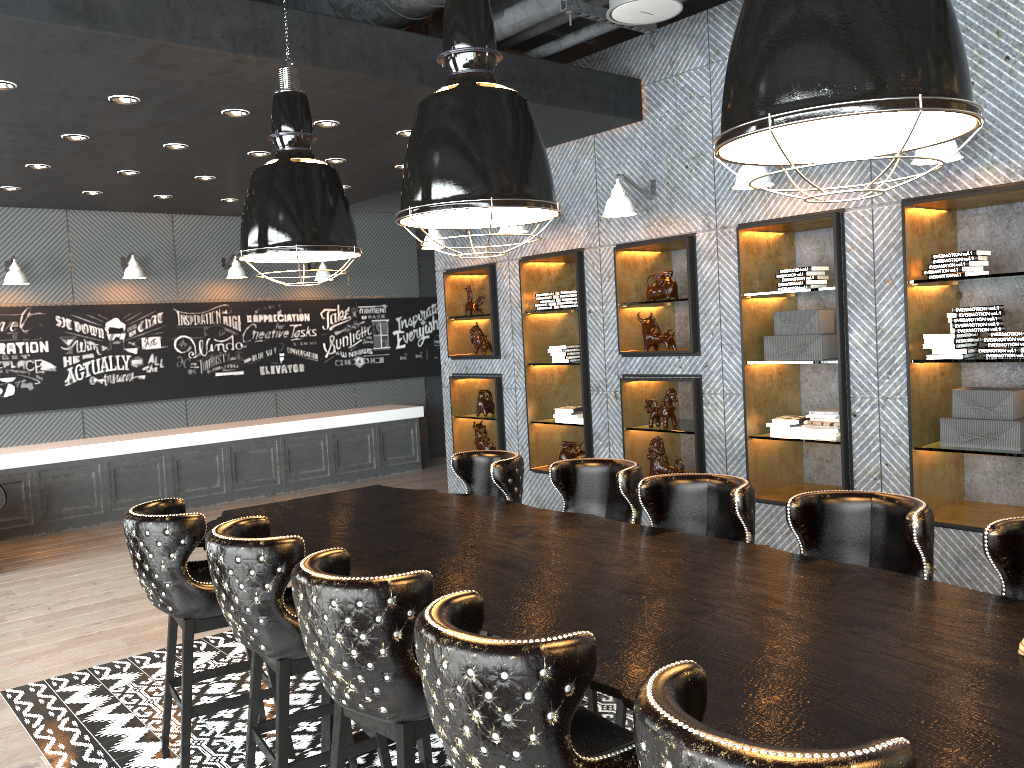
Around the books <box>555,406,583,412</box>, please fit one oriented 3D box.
[{"bbox_3d":[0.489,0.211,7.413,0.179,0.029,0.225,-1,4,33],"label":"books"}]

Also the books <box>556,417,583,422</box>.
[{"bbox_3d":[0.503,0.290,7.411,0.243,0.034,0.180,-2,4,19],"label":"books"}]

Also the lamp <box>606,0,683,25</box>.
[{"bbox_3d":[0.632,-2.368,4.398,0.380,1.045,0.382,-4,3,-13],"label":"lamp"}]

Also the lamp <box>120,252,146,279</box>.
[{"bbox_3d":[-4.154,-1.295,9.724,0.244,0.287,0.490,-4,4,-24],"label":"lamp"}]

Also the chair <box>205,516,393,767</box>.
[{"bbox_3d":[-0.795,1.049,3.267,0.568,1.092,0.504,-5,3,-31],"label":"chair"}]

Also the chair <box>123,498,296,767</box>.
[{"bbox_3d":[-1.311,1.045,3.781,0.568,1.092,0.504,-5,3,-30],"label":"chair"}]

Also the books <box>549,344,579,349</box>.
[{"bbox_3d":[0.456,-0.310,7.374,0.193,0.028,0.245,0,5,43],"label":"books"}]

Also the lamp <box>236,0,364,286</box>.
[{"bbox_3d":[-1.110,-1.642,4.374,0.621,2.301,0.622,-3,3,5],"label":"lamp"}]

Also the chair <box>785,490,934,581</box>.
[{"bbox_3d":[1.176,0.954,3.060,0.568,1.092,0.504,-6,4,-45],"label":"chair"}]

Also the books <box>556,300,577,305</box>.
[{"bbox_3d":[0.514,-0.668,7.267,0.245,0.028,0.194,0,4,37],"label":"books"}]

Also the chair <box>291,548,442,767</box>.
[{"bbox_3d":[-0.346,1.058,2.709,0.568,1.092,0.504,-6,4,-43],"label":"chair"}]

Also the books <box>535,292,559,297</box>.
[{"bbox_3d":[0.347,-0.756,7.481,0.194,0.028,0.245,-6,5,-43],"label":"books"}]

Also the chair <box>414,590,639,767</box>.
[{"bbox_3d":[0.080,1.069,2.149,0.568,1.092,0.504,-5,4,-37],"label":"chair"}]

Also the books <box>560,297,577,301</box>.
[{"bbox_3d":[0.552,-0.700,7.302,0.245,0.028,0.194,-1,4,32],"label":"books"}]

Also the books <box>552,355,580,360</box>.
[{"bbox_3d":[0.482,-0.223,7.318,0.245,0.028,0.193,-5,4,-31],"label":"books"}]

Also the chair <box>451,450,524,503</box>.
[{"bbox_3d":[-0.195,0.929,4.695,0.568,1.092,0.504,-5,4,-31],"label":"chair"}]

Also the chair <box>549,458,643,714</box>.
[{"bbox_3d":[0.360,0.930,4.189,0.568,1.092,0.504,-6,4,-43],"label":"chair"}]

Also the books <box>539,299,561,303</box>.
[{"bbox_3d":[0.380,-0.703,7.511,0.193,0.028,0.245,-5,4,-33],"label":"books"}]

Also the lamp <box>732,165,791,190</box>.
[{"bbox_3d":[1.550,-1.337,5.356,0.490,0.287,0.244,-5,3,-24],"label":"lamp"}]

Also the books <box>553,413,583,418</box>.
[{"bbox_3d":[0.486,0.261,7.416,0.227,0.024,0.166,-1,4,36],"label":"books"}]

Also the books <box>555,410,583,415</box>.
[{"bbox_3d":[0.500,0.236,7.430,0.175,0.024,0.243,0,5,41],"label":"books"}]

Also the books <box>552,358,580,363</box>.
[{"bbox_3d":[0.482,-0.198,7.370,0.245,0.028,0.193,-6,5,-44],"label":"books"}]

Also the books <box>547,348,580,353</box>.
[{"bbox_3d":[0.449,-0.281,7.368,0.245,0.028,0.193,-6,4,-37],"label":"books"}]

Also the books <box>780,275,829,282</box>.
[{"bbox_3d":[1.871,-0.672,5.670,0.245,0.028,0.194,0,5,41],"label":"books"}]

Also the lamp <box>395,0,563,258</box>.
[{"bbox_3d":[-0.177,-1.625,3.251,0.621,2.301,0.622,-3,3,5],"label":"lamp"}]

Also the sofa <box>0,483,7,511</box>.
[{"bbox_3d":[-5.439,1.214,6.862,2.567,0.838,1.239,-6,4,-40],"label":"sofa"}]

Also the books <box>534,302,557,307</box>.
[{"bbox_3d":[0.331,-0.672,7.496,0.193,0.028,0.245,-5,4,-28],"label":"books"}]

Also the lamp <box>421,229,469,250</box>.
[{"bbox_3d":[-0.580,-1.359,7.922,0.490,0.287,0.244,-5,3,-24],"label":"lamp"}]

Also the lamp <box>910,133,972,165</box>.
[{"bbox_3d":[2.249,-1.280,4.520,0.490,0.287,0.244,-5,3,-24],"label":"lamp"}]

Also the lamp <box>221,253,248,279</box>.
[{"bbox_3d":[-3.268,-1.389,10.459,0.244,0.287,0.490,-4,4,-24],"label":"lamp"}]

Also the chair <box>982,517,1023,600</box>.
[{"bbox_3d":[1.562,0.967,2.496,0.568,1.092,0.504,-5,4,-31],"label":"chair"}]

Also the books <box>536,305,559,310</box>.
[{"bbox_3d":[0.353,-0.644,7.488,0.193,0.028,0.245,-6,4,-36],"label":"books"}]

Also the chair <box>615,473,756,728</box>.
[{"bbox_3d":[0.726,0.945,3.602,0.504,1.092,0.568,-1,4,41],"label":"chair"}]

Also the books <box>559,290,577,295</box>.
[{"bbox_3d":[0.533,-0.753,7.262,0.245,0.028,0.194,-2,4,22],"label":"books"}]

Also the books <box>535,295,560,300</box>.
[{"bbox_3d":[0.348,-0.728,7.484,0.193,0.028,0.245,-6,4,-35],"label":"books"}]

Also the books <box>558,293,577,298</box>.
[{"bbox_3d":[0.534,-0.725,7.264,0.245,0.028,0.194,-1,4,30],"label":"books"}]

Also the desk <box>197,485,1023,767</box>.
[{"bbox_3d":[1.250,1.120,1.806,1.434,0.927,7.595,-6,4,-40],"label":"desk"}]

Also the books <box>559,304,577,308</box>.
[{"bbox_3d":[0.538,-0.641,7.268,0.245,0.028,0.194,-1,4,29],"label":"books"}]

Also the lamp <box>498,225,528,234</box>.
[{"bbox_3d":[0.112,-1.357,7.087,0.490,0.287,0.244,-5,3,-24],"label":"lamp"}]

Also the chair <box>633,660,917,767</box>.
[{"bbox_3d":[0.527,1.079,1.596,0.568,1.092,0.504,-5,4,-35],"label":"chair"}]

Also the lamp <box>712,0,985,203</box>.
[{"bbox_3d":[0.756,-1.607,2.128,0.621,2.301,0.622,-3,3,5],"label":"lamp"}]

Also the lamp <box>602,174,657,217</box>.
[{"bbox_3d":[0.851,-1.325,6.201,0.490,0.287,0.244,-5,3,-24],"label":"lamp"}]

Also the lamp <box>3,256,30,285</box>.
[{"bbox_3d":[-5.029,-1.149,8.998,0.244,0.287,0.490,-4,4,-24],"label":"lamp"}]

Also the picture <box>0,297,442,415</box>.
[{"bbox_3d":[-3.322,-0.445,10.793,12.471,1.102,0.200,-6,4,-40],"label":"picture"}]

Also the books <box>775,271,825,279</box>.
[{"bbox_3d":[1.857,-0.703,5.714,0.193,0.028,0.245,-5,4,-34],"label":"books"}]

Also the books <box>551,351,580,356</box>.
[{"bbox_3d":[0.472,-0.254,7.361,0.245,0.028,0.193,-6,5,-40],"label":"books"}]

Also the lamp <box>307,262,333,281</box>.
[{"bbox_3d":[-2.407,-1.443,11.175,0.244,0.287,0.490,-4,4,-24],"label":"lamp"}]
